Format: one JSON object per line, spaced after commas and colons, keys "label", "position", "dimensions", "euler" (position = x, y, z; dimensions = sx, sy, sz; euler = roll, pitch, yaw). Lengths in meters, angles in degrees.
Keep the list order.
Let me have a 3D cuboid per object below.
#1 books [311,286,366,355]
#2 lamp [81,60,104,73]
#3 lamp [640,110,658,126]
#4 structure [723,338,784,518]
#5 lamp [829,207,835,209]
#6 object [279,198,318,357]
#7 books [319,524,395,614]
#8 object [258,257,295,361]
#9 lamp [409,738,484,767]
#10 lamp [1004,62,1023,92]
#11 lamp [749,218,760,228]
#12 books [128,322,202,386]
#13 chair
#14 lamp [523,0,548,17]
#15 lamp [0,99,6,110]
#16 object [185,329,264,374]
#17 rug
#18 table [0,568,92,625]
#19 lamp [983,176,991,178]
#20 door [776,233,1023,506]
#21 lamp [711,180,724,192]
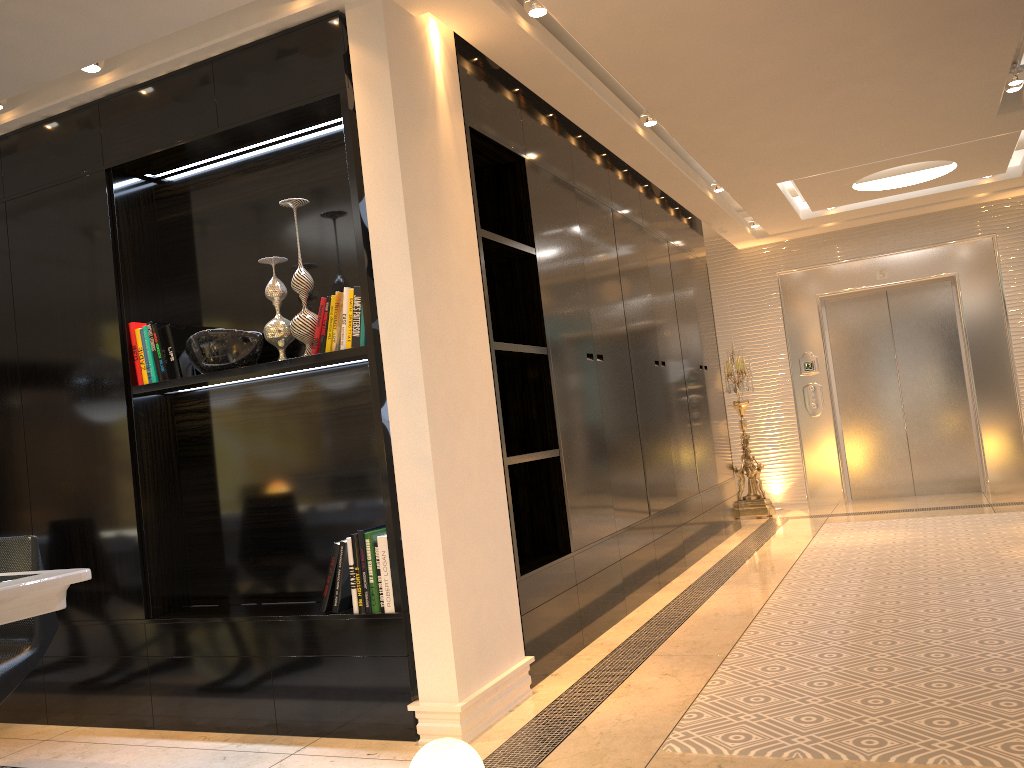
{"label": "books", "position": [-0.606, -0.238, 3.343], "dimensions": [0.290, 0.238, 0.189], "euler": [-8, -4, 23]}
{"label": "lamp", "position": [-1.699, -1.322, 3.566], "dimensions": [0.107, 0.127, 0.107], "euler": [-7, -3, 6]}
{"label": "lamp", "position": [0.775, -1.522, 5.005], "dimensions": [0.107, 0.127, 0.107], "euler": [-7, -3, 6]}
{"label": "structure", "position": [2.346, 0.394, 8.443], "dimensions": [0.811, 1.715, 0.382], "euler": [-4, -5, -41]}
{"label": "lamp", "position": [2.774, -1.591, 7.734], "dimensions": [0.107, 0.127, 0.107], "euler": [-10, -5, 43]}
{"label": "object", "position": [-0.809, -0.400, 3.419], "dimensions": [0.121, 0.612, 0.121], "euler": [-8, -4, 20]}
{"label": "books", "position": [-0.533, 0.680, 3.289], "dimensions": [0.345, 0.296, 0.222], "euler": [-8, -4, 25]}
{"label": "object", "position": [-0.923, -0.284, 3.500], "dimensions": [0.121, 0.416, 0.121], "euler": [-8, -4, 20]}
{"label": "lamp", "position": [-0.177, 1.072, 2.400], "dimensions": [0.212, 0.214, 0.213], "euler": [-5, -4, -26]}
{"label": "lamp", "position": [2.876, -1.760, 5.086], "dimensions": [0.107, 0.127, 0.235], "euler": [-8, -4, 25]}
{"label": "lamp", "position": [2.232, -1.503, 8.155], "dimensions": [0.107, 0.127, 0.107], "euler": [-7, -3, 6]}
{"label": "books", "position": [-1.437, -0.134, 3.727], "dimensions": [0.236, 0.270, 0.210], "euler": [-8, -4, 24]}
{"label": "chair", "position": [-1.900, 0.984, 3.010], "dimensions": [0.523, 0.858, 0.496], "euler": [-8, -4, 25]}
{"label": "lamp", "position": [0.097, -1.531, 3.532], "dimensions": [0.107, 0.127, 0.107], "euler": [-7, -3, 6]}
{"label": "lamp", "position": [-2.237, -1.245, 3.814], "dimensions": [0.107, 0.127, 0.107], "euler": [-7, -3, 6]}
{"label": "object", "position": [-1.159, -0.125, 3.579], "dimensions": [0.375, 0.177, 0.193], "euler": [-8, -4, 25]}
{"label": "rug", "position": [2.186, 1.037, 4.681], "dimensions": [1.526, 0.015, 5.025], "euler": [-8, -4, 25]}
{"label": "table", "position": [-2.846, 1.125, 2.720], "dimensions": [3.031, 0.759, 1.293], "euler": [-8, -4, 25]}
{"label": "lamp", "position": [3.867, -1.747, 7.230], "dimensions": [0.107, 0.127, 0.107], "euler": [-10, -5, 43]}
{"label": "door", "position": [-2.308, -5.712, 0.816], "dimensions": [83.408, 24.296, 83.408], "euler": [-3, -5, -44]}
{"label": "lamp", "position": [1.552, -1.512, 6.684], "dimensions": [0.107, 0.127, 0.107], "euler": [-10, -5, 43]}
